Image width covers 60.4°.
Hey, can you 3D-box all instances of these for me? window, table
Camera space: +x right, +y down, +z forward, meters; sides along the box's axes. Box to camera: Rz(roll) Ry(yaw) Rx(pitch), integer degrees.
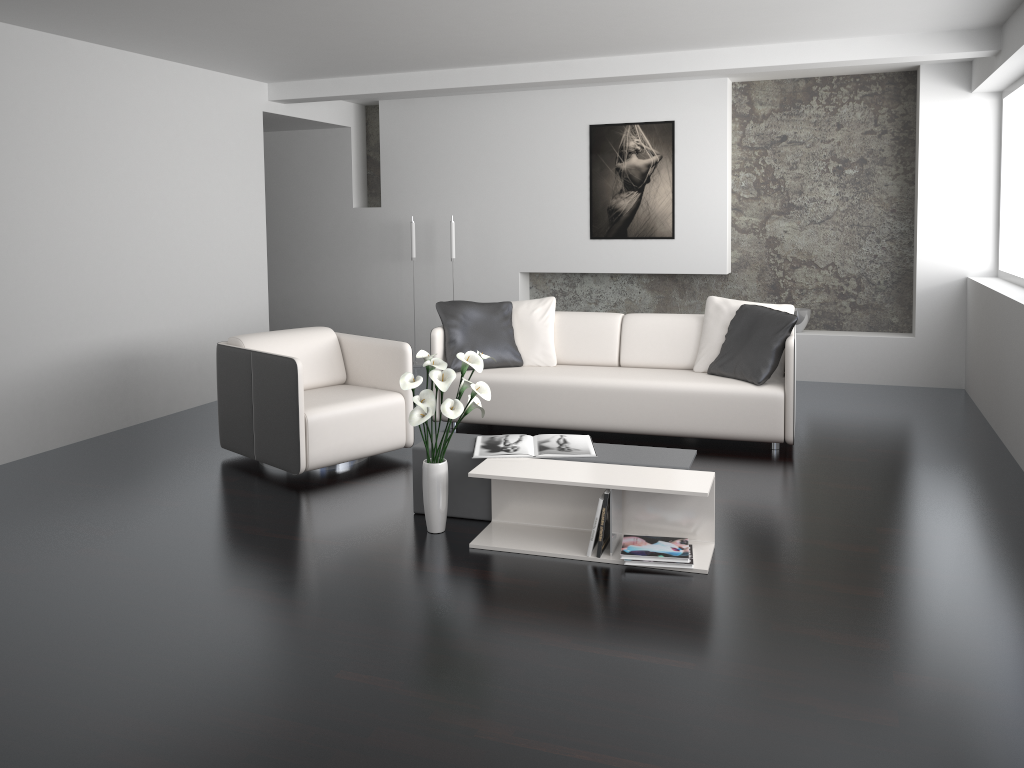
[{"bbox_3d":[2.335,-0.777,2.876,0.110,1.412,8.159,1,10,20],"label":"window"},{"bbox_3d":[0.186,0.448,4.007,1.259,0.311,0.302,3,8,18],"label":"table"},{"bbox_3d":[0.328,0.518,3.627,0.969,0.311,0.302,3,8,18],"label":"table"}]

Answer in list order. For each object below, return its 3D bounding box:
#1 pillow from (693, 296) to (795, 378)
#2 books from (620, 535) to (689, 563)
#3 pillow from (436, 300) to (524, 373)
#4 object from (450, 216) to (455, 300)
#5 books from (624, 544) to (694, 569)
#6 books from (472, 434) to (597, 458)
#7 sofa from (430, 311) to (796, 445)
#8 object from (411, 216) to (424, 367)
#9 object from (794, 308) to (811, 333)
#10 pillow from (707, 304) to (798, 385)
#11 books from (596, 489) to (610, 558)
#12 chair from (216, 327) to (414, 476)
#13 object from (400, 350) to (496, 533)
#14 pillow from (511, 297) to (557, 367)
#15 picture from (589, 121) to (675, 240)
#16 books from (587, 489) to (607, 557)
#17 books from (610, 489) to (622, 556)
[{"bbox_3d":[1.469,-0.290,5.587,0.588,0.502,0.302,3,7,24],"label":"pillow"},{"bbox_3d":[0.571,0.653,3.508,0.263,0.016,0.230,1,11,10],"label":"books"},{"bbox_3d":[-0.202,-0.330,5.835,0.567,0.445,0.280,-5,7,-25],"label":"pillow"},{"bbox_3d":[-0.526,-0.820,7.938,0.180,1.382,0.181,1,4,20],"label":"object"},{"bbox_3d":[0.582,0.674,3.487,0.263,0.016,0.216,1,11,10],"label":"books"},{"bbox_3d":[0.100,0.280,4.025,0.548,0.016,0.363,-1,11,0],"label":"books"},{"bbox_3d":[0.676,-0.101,5.741,2.241,0.654,0.931,3,9,18],"label":"sofa"},{"bbox_3d":[-0.910,-0.862,8.190,0.180,1.382,0.181,1,4,20],"label":"object"},{"bbox_3d":[2.374,-0.528,7.336,0.215,0.188,0.218,1,8,15],"label":"object"},{"bbox_3d":[1.469,-0.242,5.312,0.334,0.431,0.557,-4,9,-24],"label":"pillow"},{"bbox_3d":[0.391,0.537,3.573,0.050,0.260,0.236,1,7,18],"label":"books"},{"bbox_3d":[-1.151,0.045,5.084,0.925,0.654,0.773,8,11,44],"label":"chair"},{"bbox_3d":[-0.263,0.260,3.745,0.378,0.789,0.451,0,6,3],"label":"object"},{"bbox_3d":[0.031,-0.339,6.042,0.585,0.494,0.327,1,6,10],"label":"pillow"},{"bbox_3d":[1.033,-1.752,7.610,0.746,0.995,0.004,2,4,20],"label":"picture"},{"bbox_3d":[0.361,0.548,3.581,0.069,0.235,0.230,1,7,18],"label":"books"},{"bbox_3d":[0.424,0.525,3.581,0.007,0.281,0.207,1,6,18],"label":"books"}]
